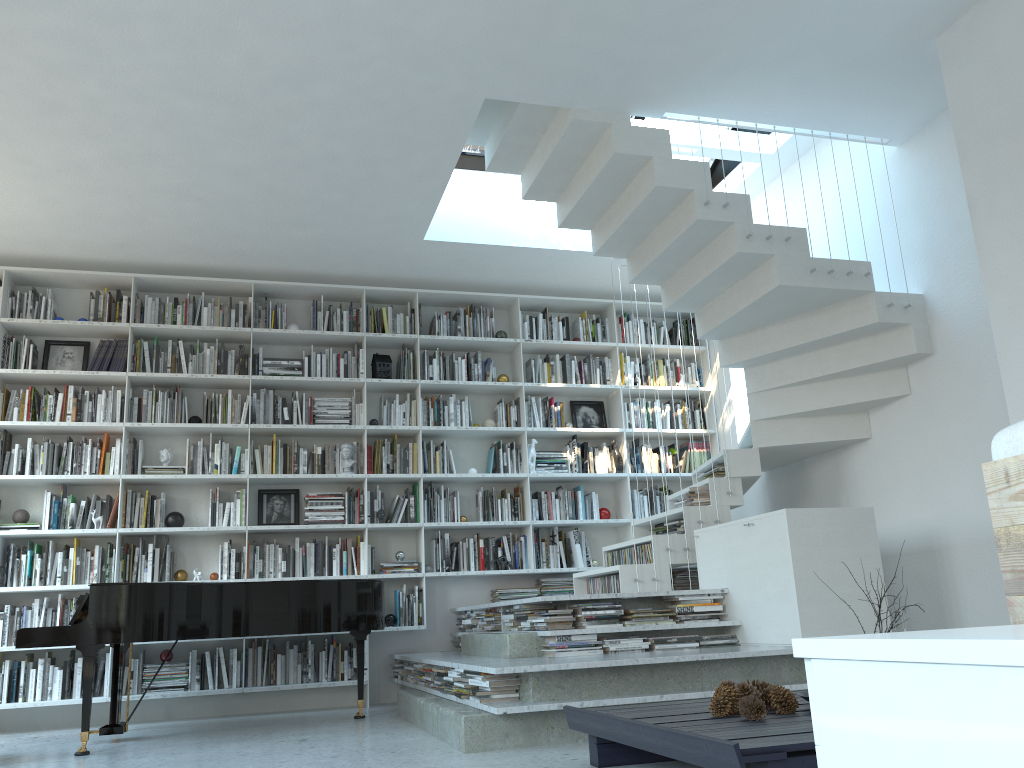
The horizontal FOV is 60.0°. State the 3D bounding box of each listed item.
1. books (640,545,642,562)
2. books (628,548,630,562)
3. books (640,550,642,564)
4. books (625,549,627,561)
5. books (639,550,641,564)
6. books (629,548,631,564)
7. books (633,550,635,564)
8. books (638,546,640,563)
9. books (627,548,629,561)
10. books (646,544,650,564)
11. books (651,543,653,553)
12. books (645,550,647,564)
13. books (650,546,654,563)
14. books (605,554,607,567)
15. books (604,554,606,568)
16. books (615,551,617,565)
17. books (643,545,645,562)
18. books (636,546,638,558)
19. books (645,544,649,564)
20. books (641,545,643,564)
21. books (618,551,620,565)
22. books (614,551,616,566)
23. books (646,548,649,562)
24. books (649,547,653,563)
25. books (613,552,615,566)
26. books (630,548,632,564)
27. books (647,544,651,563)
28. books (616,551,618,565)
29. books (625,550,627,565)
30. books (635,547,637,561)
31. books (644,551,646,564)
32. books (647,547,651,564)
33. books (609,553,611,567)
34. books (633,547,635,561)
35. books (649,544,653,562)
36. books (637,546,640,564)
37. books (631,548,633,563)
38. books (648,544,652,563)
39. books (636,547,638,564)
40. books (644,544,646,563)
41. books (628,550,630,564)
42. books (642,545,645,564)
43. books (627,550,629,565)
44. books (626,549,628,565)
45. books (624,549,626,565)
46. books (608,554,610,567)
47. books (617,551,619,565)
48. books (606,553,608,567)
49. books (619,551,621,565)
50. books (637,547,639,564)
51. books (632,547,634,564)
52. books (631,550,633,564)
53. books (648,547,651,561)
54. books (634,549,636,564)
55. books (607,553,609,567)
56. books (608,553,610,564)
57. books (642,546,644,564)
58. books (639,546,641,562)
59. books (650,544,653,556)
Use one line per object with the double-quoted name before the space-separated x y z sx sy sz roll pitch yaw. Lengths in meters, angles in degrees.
"books" 0.879 1.089 5.645 0.125 0.125 0.008 1 -15 -16
"books" 0.828 1.139 5.821 0.125 0.125 0.007 1 -15 -16
"books" 0.877 1.091 5.652 0.125 0.125 0.007 1 -15 -16
"books" 0.815 1.152 5.865 0.125 0.125 0.010 1 -15 -16
"books" 0.873 1.095 5.667 0.125 0.125 0.009 1 -15 -16
"books" 0.830 1.137 5.814 0.125 0.125 0.008 1 -15 -16
"books" 0.848 1.120 5.752 0.125 0.125 0.013 1 -15 -16
"books" 0.871 1.098 5.675 0.125 0.125 0.010 1 -15 -16
"books" 0.824 1.143 5.835 0.125 0.125 0.008 1 -15 -16
"books" 0.908 1.064 5.549 0.125 0.123 0.035 1 -15 -16
"books" 0.927 1.045 5.483 0.125 0.123 0.034 1 -15 -16
"books" 0.898 1.072 5.583 0.125 0.125 0.008 1 -15 -16
"books" 0.923 1.049 5.498 0.125 0.123 0.034 1 -15 -16
"books" 0.716 1.247 6.201 0.125 0.125 0.009 1 -15 -16
"books" 0.711 1.252 6.216 0.125 0.125 0.009 1 -15 -16
"books" 0.766 1.199 6.030 0.125 0.125 0.008 1 -15 -16
"books" 0.892 1.077 5.604 0.125 0.125 0.008 1 -15 -16
"books" 0.864 1.104 5.698 0.125 0.125 0.007 1 -15 -16
"books" 0.901 1.069 5.573 0.125 0.125 0.011 1 -15 -16
"books" 0.883 1.086 5.632 0.125 0.125 0.009 1 -15 -16
"books" 0.781 1.185 5.980 0.125 0.125 0.007 1 -15 -16
"books" 0.762 1.203 6.045 0.125 0.125 0.009 1 -15 -16
"books" 0.906 1.066 5.556 0.125 0.123 0.034 1 -15 -16
"books" 0.919 1.053 5.512 0.125 0.123 0.036 1 -15 -16
"books" 0.755 1.209 6.068 0.125 0.125 0.010 1 -15 -16
"books" 0.835 1.132 5.795 0.125 0.125 0.009 1 -15 -16
"books" 0.912 1.059 5.534 0.125 0.123 0.034 1 -15 -16
"books" 0.770 1.195 6.016 0.125 0.125 0.008 1 -15 -16
"books" 0.813 1.154 5.872 0.125 0.125 0.007 1 -15 -16
"books" 0.858 1.110 5.718 0.125 0.125 0.018 1 -15 -16
"books" 0.894 1.075 5.596 0.125 0.125 0.008 1 -15 -16
"books" 0.910 1.062 5.541 0.125 0.122 0.037 1 -15 -16
"books" 0.736 1.228 6.132 0.125 0.125 0.008 1 -15 -16
"books" 0.850 1.118 5.745 0.125 0.125 0.009 1 -15 -16
"books" 0.921 1.051 5.506 0.125 0.123 0.035 1 -15 -16
"books" 0.868 1.100 5.684 0.125 0.125 0.008 1 -15 -16
"books" 0.841 1.127 5.776 0.125 0.125 0.009 1 -15 -16
"books" 0.916 1.055 5.520 0.125 0.123 0.035 1 -15 -16
"books" 0.862 1.106 5.706 0.125 0.125 0.009 1 -15 -16
"books" 0.896 1.074 5.590 0.125 0.125 0.007 1 -15 -16
"books" 0.826 1.141 5.828 0.125 0.125 0.008 1 -15 -16
"books" 0.890 1.079 5.611 0.125 0.125 0.008 1 -15 -16
"books" 0.822 1.145 5.841 0.125 0.125 0.008 1 -15 -16
"books" 0.817 1.149 5.856 0.125 0.125 0.008 1 -15 -16
"books" 0.808 1.158 5.886 0.125 0.125 0.007 1 -15 -16
"books" 0.731 1.233 6.150 0.125 0.125 0.010 1 -15 -16
"books" 0.777 1.189 5.994 0.125 0.125 0.007 1 -15 -16
"books" 0.722 1.241 6.180 0.125 0.125 0.008 1 -15 -16
"books" 0.785 1.181 5.967 0.125 0.125 0.008 1 -15 -16
"books" 0.866 1.102 5.691 0.125 0.125 0.008 1 -15 -16
"books" 0.844 1.124 5.766 0.125 0.125 0.016 1 -15 -16
"books" 0.838 1.129 5.786 0.125 0.125 0.011 1 -15 -16
"books" 0.914 1.057 5.527 0.125 0.123 0.034 1 -15 -16
"books" 0.852 1.115 5.737 0.125 0.125 0.007 1 -15 -16
"books" 0.726 1.237 6.166 0.125 0.125 0.007 1 -15 -16
"books" 0.733 1.231 6.142 0.125 0.125 0.012 1 -15 -16
"books" 0.887 1.082 5.619 0.125 0.125 0.010 1 -15 -16
"books" 0.875 1.093 5.659 0.125 0.125 0.007 1 -15 -16
"books" 0.925 1.047 5.491 0.125 0.123 0.036 1 -15 -16
